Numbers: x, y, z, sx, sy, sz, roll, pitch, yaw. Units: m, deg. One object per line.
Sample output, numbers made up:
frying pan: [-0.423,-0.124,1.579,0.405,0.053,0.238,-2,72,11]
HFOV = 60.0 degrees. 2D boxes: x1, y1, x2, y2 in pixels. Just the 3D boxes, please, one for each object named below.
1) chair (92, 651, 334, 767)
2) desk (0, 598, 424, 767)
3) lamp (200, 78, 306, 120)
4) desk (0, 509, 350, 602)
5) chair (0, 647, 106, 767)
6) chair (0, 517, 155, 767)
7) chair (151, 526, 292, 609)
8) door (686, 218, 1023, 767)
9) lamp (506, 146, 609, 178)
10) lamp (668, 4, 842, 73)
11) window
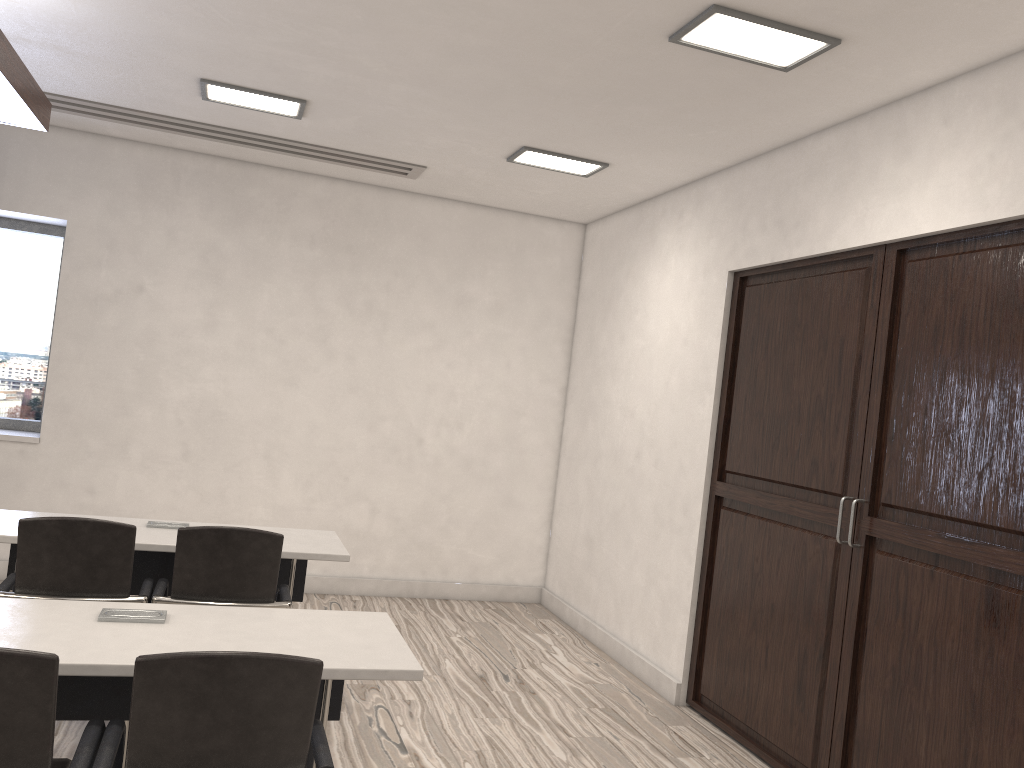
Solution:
chair: [-0.719,1.010,2.110,0.513,0.939,0.638,7,-1,-18]
desk: [-1.078,1.045,2.382,1.509,0.795,0.577,7,-1,-18]
lamp: [-1.350,-1.541,4.652,0.519,0.120,0.324,7,-1,-18]
desk: [-1.532,1.017,3.808,1.509,0.795,0.577,7,-1,-18]
chair: [-1.207,0.950,1.952,0.513,0.939,0.638,7,-1,-18]
chair: [-1.657,0.923,3.366,0.513,0.939,0.638,7,-1,-18]
chair: [-1.168,0.983,3.537,0.513,0.939,0.638,7,-1,-17]
door: [1.460,0.577,3.673,0.200,2.323,2.329,7,-1,-18]
lamp: [0.269,-1.342,5.171,0.519,0.120,0.324,7,-1,-18]
lamp: [0.885,-1.305,3.236,0.519,0.120,0.324,7,-1,-18]
window: [-6.394,-0.770,5.094,6.968,1.419,0.118,7,-1,-18]
